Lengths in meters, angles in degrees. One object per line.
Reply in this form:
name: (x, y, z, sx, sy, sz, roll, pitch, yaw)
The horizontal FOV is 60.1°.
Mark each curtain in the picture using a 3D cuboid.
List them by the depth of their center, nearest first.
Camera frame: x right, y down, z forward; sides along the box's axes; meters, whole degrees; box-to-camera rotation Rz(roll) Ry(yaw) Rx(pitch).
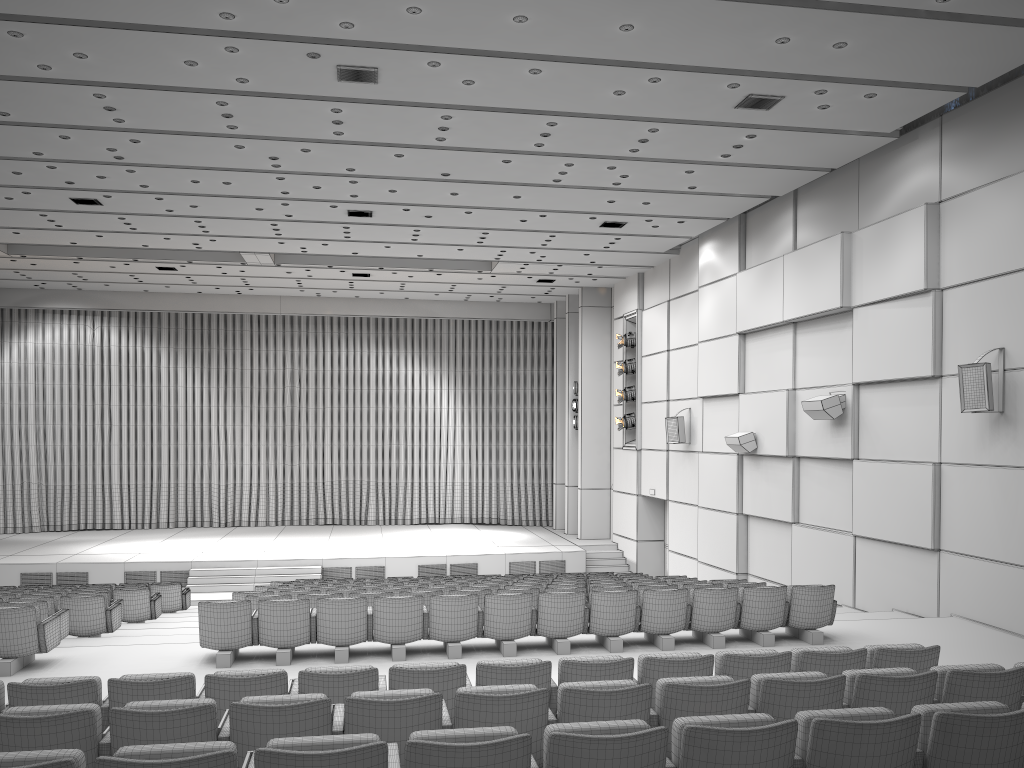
curtain: (-6.603, 0.948, 25.820, 16.132, 6.521, 1.429, 1, 1, -10)

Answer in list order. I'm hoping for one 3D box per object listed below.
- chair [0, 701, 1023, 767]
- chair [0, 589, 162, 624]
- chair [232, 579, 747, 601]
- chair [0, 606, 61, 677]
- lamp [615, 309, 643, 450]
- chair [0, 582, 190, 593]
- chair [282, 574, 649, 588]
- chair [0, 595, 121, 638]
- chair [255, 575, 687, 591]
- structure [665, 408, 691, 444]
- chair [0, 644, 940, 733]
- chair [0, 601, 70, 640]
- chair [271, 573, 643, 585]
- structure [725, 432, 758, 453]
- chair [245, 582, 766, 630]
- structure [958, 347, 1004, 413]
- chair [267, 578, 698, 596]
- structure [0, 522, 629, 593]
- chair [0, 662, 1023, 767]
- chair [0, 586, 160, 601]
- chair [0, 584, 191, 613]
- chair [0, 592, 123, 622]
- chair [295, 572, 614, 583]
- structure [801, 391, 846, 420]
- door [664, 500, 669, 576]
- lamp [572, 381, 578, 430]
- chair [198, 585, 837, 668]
chair: (-3.157, 1.628, 3.095, 13.201, 0.622, 0.612, 1, -1, -9)
chair: (-8.365, 3.174, 12.197, 6.600, 0.622, 0.612, 1, -1, -9)
chair: (-0.134, 2.852, 11.339, 6.600, 0.622, 0.612, 1, -1, -9)
chair: (-7.637, 2.332, 7.848, 6.600, 0.622, 0.612, 1, -1, -9)
lamp: (2.882, -0.075, 21.333, 0.755, 3.341, 1.021, 0, 1, -14)
chair: (-8.860, 3.807, 15.473, 6.050, 0.622, 0.612, 1, -1, -9)
chair: (-0.663, 3.484, 14.603, 6.050, 0.622, 0.612, 1, -1, -9)
chair: (-8.001, 2.753, 10.022, 6.600, 0.622, 0.612, 1, -1, -9)
chair: (-0.498, 3.274, 13.513, 6.600, 0.622, 0.612, 1, -1, -9)
structure: (3.422, 0.862, 18.189, 0.409, 0.744, 0.410, 0, 0, 38)
chair: (-3.521, 2.049, 5.270, 13.201, 0.622, 0.612, 1, -1, -9)
chair: (-7.802, 2.542, 8.938, 6.050, 0.622, 0.612, 1, -1, -9)
chair: (-0.862, 3.695, 15.687, 6.600, 0.622, 0.612, 1, -1, -9)
structure: (4.056, 0.992, 15.494, 0.471, 0.417, 0.520, 0, -2, -12)
chair: (0.065, 2.642, 10.254, 6.050, 0.622, 0.612, 1, -1, -9)
structure: (5.303, -0.042, 9.998, 0.409, 0.744, 0.410, 0, 0, 38)
chair: (-0.299, 3.063, 12.429, 6.050, 0.622, 0.612, 1, -1, -9)
structure: (-6.050, 4.462, 22.784, 17.821, 0.845, 8.324, 1, -3, -9)
chair: (-3.313, 1.839, 4.187, 13.751, 0.622, 0.612, 1, -1, -9)
chair: (-8.529, 3.385, 13.287, 6.050, 0.622, 0.612, 1, -1, -9)
chair: (-8.729, 3.596, 14.371, 6.600, 0.622, 0.612, 1, -1, -9)
chair: (-8.166, 2.964, 11.112, 6.050, 0.622, 0.612, 1, -1, -9)
chair: (-0.994, 3.907, 16.789, 6.050, 0.622, 0.612, 1, -1, -9)
structure: (4.605, 0.317, 13.012, 0.471, 0.417, 0.520, 1, -2, -14)
door: (3.751, 3.688, 20.233, 0.085, 2.178, 1.699, 0, -1, -9)
lamp: (1.824, 0.579, 23.760, 0.436, 1.478, 0.385, 0, 1, -13)
chair: (0.230, 2.431, 9.164, 6.601, 0.622, 0.612, 1, -1, -9)
